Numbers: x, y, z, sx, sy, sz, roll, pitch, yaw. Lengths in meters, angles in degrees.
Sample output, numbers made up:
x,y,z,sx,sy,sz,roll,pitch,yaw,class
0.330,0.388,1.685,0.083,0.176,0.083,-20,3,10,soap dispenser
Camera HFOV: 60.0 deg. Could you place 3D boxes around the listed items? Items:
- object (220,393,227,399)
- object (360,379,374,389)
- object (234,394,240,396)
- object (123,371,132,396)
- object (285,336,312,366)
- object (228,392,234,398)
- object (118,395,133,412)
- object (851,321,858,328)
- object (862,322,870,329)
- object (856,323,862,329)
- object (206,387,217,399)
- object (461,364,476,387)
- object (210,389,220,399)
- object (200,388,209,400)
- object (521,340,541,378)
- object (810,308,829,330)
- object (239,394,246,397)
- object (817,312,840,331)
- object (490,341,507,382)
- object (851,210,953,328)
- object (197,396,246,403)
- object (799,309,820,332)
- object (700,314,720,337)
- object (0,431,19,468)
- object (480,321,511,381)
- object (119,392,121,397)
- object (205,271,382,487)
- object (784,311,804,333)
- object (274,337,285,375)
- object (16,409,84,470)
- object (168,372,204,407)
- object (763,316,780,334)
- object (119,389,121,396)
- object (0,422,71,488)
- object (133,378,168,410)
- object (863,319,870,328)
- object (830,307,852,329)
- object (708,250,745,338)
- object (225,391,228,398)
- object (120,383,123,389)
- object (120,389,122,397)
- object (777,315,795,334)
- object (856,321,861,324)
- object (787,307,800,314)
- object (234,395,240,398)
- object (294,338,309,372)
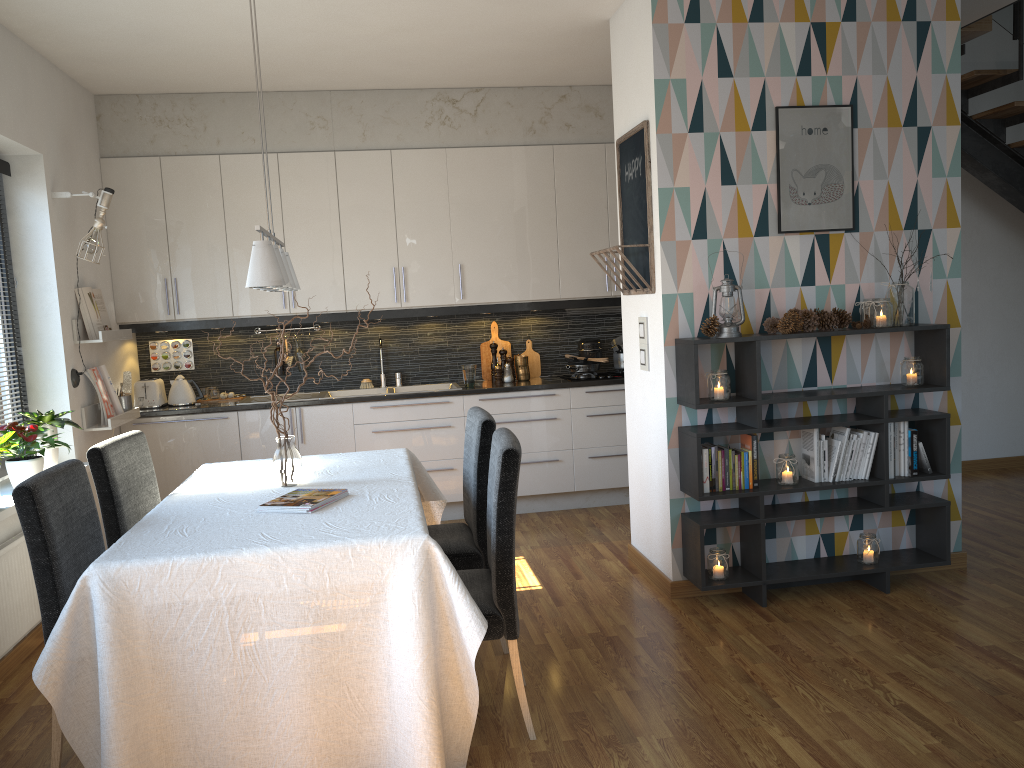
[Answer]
x,y,z,sx,sy,sz,roll,pitch,yaw,class
-1.907,0.079,5.860,0.045,0.045,0.046,-4,6,-6,object
-1.006,-0.002,6.137,0.097,0.065,0.099,-5,6,-17,object
-1.911,0.081,5.963,0.174,0.019,0.021,-2,6,14,object
-2.291,0.055,5.298,0.060,0.268,0.119,-5,6,-17,object
-1.466,-0.226,6.074,0.188,0.204,0.072,-5,6,-21,object
-1.866,0.074,5.890,0.043,0.043,0.044,-4,6,-11,object
-2.315,0.133,5.275,0.103,0.124,0.103,-4,6,-11,object
1.558,-0.268,4.029,0.035,0.035,0.030,-7,7,-35,object
1.576,-0.261,3.949,0.035,0.035,0.030,-4,6,-10,object
1.560,-0.260,3.987,0.026,0.027,0.030,-1,6,23,object
-2.012,0.059,5.948,0.071,0.076,0.071,-4,6,-8,object
-0.284,-0.053,5.883,0.102,0.147,0.102,-4,6,-8,object
-1.970,0.069,5.887,0.065,0.064,0.065,-4,6,-8,object
-2.036,0.069,5.856,0.071,0.076,0.071,-5,6,-16,object
0.128,-0.181,6.344,0.146,0.274,0.043,-4,6,-8,object
1.390,-0.295,4.012,0.097,0.102,0.099,-8,7,-38,object
-1.896,0.078,5.991,0.249,0.017,0.024,-1,6,26,object
1.399,-0.276,3.946,0.106,0.086,0.091,-3,6,6,object
-0.089,-0.157,6.134,0.123,0.283,0.060,-4,6,-8,object
1.751,-0.515,3.910,0.298,0.522,0.425,-4,6,-12,object
-1.962,0.103,5.927,0.335,0.012,0.212,-4,5,-7,object
1.309,-0.282,3.927,0.107,0.109,0.094,-8,7,-40,object
0.860,-0.252,3.845,0.086,0.101,0.078,-3,6,6,object
-2.120,0.315,3.465,0.299,0.385,0.333,-2,6,7,object
-0.115,-0.239,6.308,0.219,0.420,0.029,-4,6,-8,object
-2.343,0.092,5.300,0.014,0.190,0.077,0,6,25,object
-0.822,-0.010,3.317,0.614,0.786,0.403,-7,7,-34,object
1.237,-0.272,3.923,0.110,0.101,0.114,-6,6,-26,object
-1.593,-0.191,6.058,0.060,0.257,0.060,-2,6,13,object
-2.277,0.280,4.332,0.354,0.316,0.292,-5,6,-17,object
-2.117,0.039,5.700,0.204,0.236,0.178,0,6,28,object
1.159,-0.259,3.925,0.078,0.084,0.098,-4,6,-8,object
-2.348,0.097,5.300,0.007,0.166,0.065,-2,6,14,object
-2.164,0.312,3.948,0.370,0.309,0.379,-7,7,-34,object
-2.319,0.067,5.680,0.175,0.192,0.253,-4,6,-8,object
1.591,-0.269,3.977,0.038,0.043,0.039,0,6,27,object
1.475,-0.297,3.974,0.092,0.100,0.083,-1,6,17,object
0.944,-0.398,3.875,0.154,0.384,0.163,-2,6,8,object
-1.912,0.070,5.919,0.043,0.050,0.044,1,7,34,object
-2.331,0.089,5.299,0.014,0.193,0.043,-3,6,2,object
-2.320,0.110,5.241,0.089,0.159,0.007,2,8,42,object
1.193,-0.256,3.863,0.082,0.085,0.082,-3,6,6,object
1.582,-0.272,4.066,0.031,0.035,0.031,-7,7,-33,object
1.274,-0.294,3.996,0.090,0.106,0.097,-2,6,13,object
-1.916,0.083,5.976,0.248,0.015,0.024,1,7,36,object
-1.442,-0.207,6.065,0.093,0.243,0.074,-7,7,-35,object
